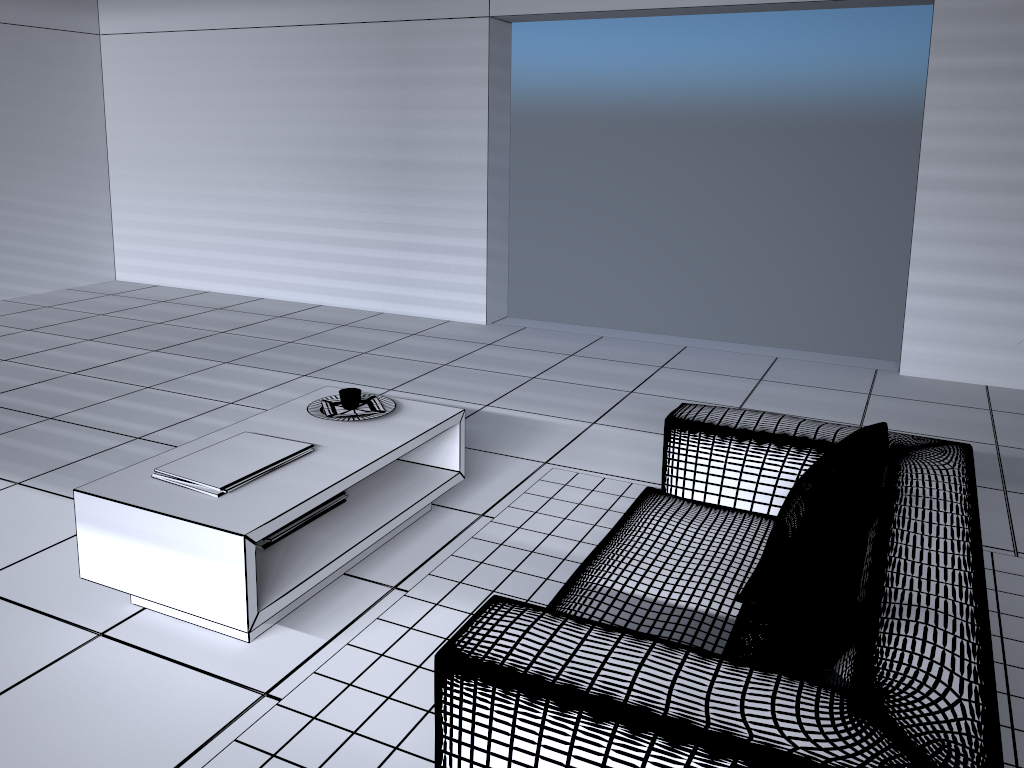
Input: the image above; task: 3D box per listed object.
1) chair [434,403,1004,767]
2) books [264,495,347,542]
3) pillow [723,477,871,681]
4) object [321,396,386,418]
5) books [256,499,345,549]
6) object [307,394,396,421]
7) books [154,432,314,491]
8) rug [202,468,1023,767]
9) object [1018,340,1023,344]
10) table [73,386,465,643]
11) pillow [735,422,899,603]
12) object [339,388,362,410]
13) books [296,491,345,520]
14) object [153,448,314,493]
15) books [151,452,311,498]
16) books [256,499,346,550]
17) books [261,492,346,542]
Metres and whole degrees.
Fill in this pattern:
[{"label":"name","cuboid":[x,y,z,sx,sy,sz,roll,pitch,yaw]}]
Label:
[{"label":"chair","cuboid":[0.578,0.571,2.135,0.965,0.540,1.681,8,17,24]},{"label":"books","cuboid":[-0.790,0.421,2.975,0.287,0.008,0.423,9,18,25]},{"label":"pillow","cuboid":[0.557,0.459,1.786,0.301,0.389,0.577,6,15,22]},{"label":"object","cuboid":[-0.596,0.088,3.297,0.217,0.012,0.219,-4,17,-18]},{"label":"books","cuboid":[-0.804,0.434,2.964,0.287,0.008,0.423,9,18,25]},{"label":"object","cuboid":[-0.599,0.095,3.295,0.331,0.024,0.335,-10,19,-33]},{"label":"books","cuboid":[-0.872,0.234,2.780,0.287,0.008,0.423,9,18,25]},{"label":"rug","cuboid":[0.503,0.764,2.443,1.807,0.001,2.275,8,18,24]},{"label":"object","cuboid":[2.577,-0.266,3.309,0.252,1.551,1.195,-6,14,-31]},{"label":"table","cuboid":[-0.734,0.389,3.006,0.653,0.380,1.224,8,17,24]},{"label":"pillow","cuboid":[0.808,0.335,2.305,0.341,0.380,0.578,6,15,22]},{"label":"object","cuboid":[-0.598,0.059,3.292,0.096,0.068,0.086,3,14,7]},{"label":"books","cuboid":[-0.806,0.406,2.960,0.287,0.008,0.423,9,18,25]},{"label":"object","cuboid":[-0.863,0.243,2.777,0.287,0.008,0.423,9,18,25]},{"label":"books","cuboid":[-0.877,0.252,2.773,0.287,0.008,0.423,9,18,25]},{"label":"books","cuboid":[-0.801,0.441,2.971,0.287,0.008,0.423,9,18,25]},{"label":"books","cuboid":[-0.803,0.413,2.967,0.287,0.008,0.423,9,18,25]}]
